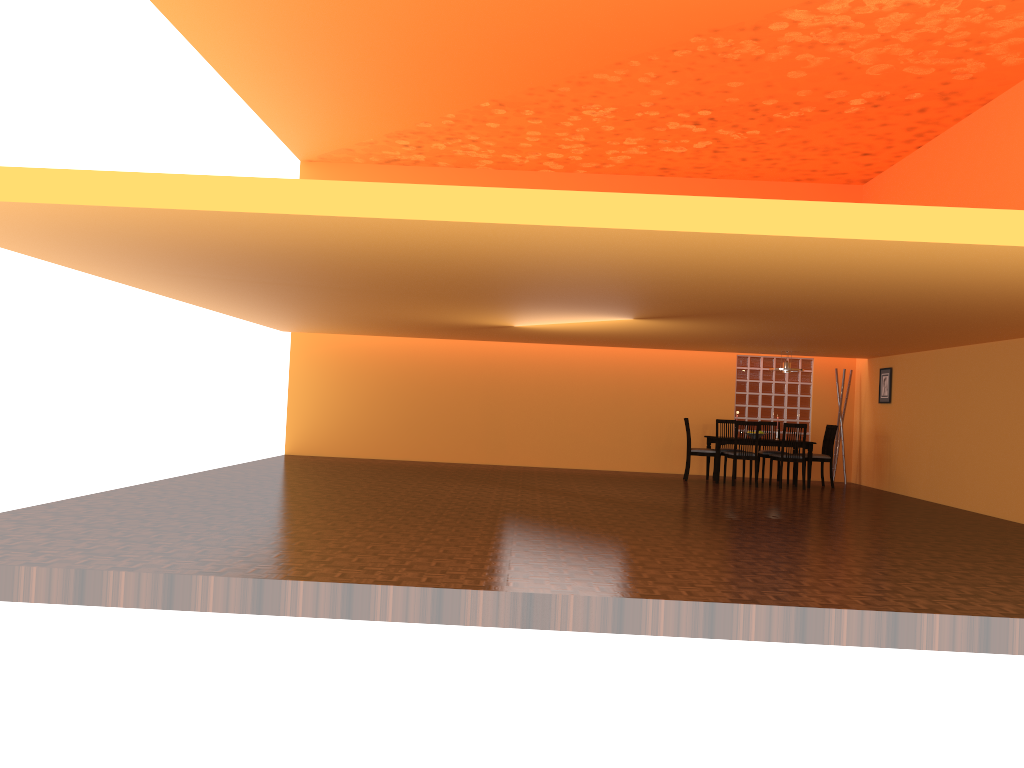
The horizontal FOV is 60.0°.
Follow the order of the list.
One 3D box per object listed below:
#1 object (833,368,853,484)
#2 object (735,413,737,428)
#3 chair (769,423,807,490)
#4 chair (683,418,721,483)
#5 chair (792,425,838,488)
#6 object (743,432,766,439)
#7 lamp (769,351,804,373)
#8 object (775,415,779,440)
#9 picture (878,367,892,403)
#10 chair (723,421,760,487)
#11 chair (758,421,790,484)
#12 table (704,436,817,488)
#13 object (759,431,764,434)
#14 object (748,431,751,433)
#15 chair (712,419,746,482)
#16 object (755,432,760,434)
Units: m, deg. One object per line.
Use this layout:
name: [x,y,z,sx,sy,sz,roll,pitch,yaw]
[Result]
object: [4.518,0.579,12.166,0.226,1.589,0.308,2,-1,23]
object: [2.866,0.525,11.312,0.044,0.326,0.044,3,-1,-10]
chair: [3.440,0.889,11.008,0.373,0.809,0.465,3,-1,1]
chair: [2.431,0.849,11.410,0.465,0.809,0.373,3,-1,6]
chair: [3.892,0.918,11.372,0.465,0.809,0.373,3,-1,-4]
object: [3.123,0.666,11.386,0.337,0.072,0.337,4,-2,-33]
lamp: [3.529,-0.281,11.388,0.435,0.274,0.435,2,-1,23]
object: [3.409,0.553,11.385,0.044,0.326,0.044,3,-1,-10]
picture: [4.779,0.022,11.361,0.014,0.456,0.361,3,-1,1]
chair: [2.864,0.861,11.020,0.373,0.809,0.465,3,-1,1]
chair: [3.456,0.907,11.774,0.373,0.809,0.465,3,-1,1]
table: [3.148,0.995,11.365,1.259,0.584,0.697,3,-1,1]
object: [3.197,0.634,11.388,0.069,0.066,0.069,2,-1,11]
object: [3.038,0.626,11.346,0.055,0.046,0.046,3,-1,-16]
chair: [2.880,0.879,11.785,0.373,0.809,0.465,3,-1,1]
object: [3.143,0.644,11.329,0.066,0.070,0.055,3,-1,-17]
